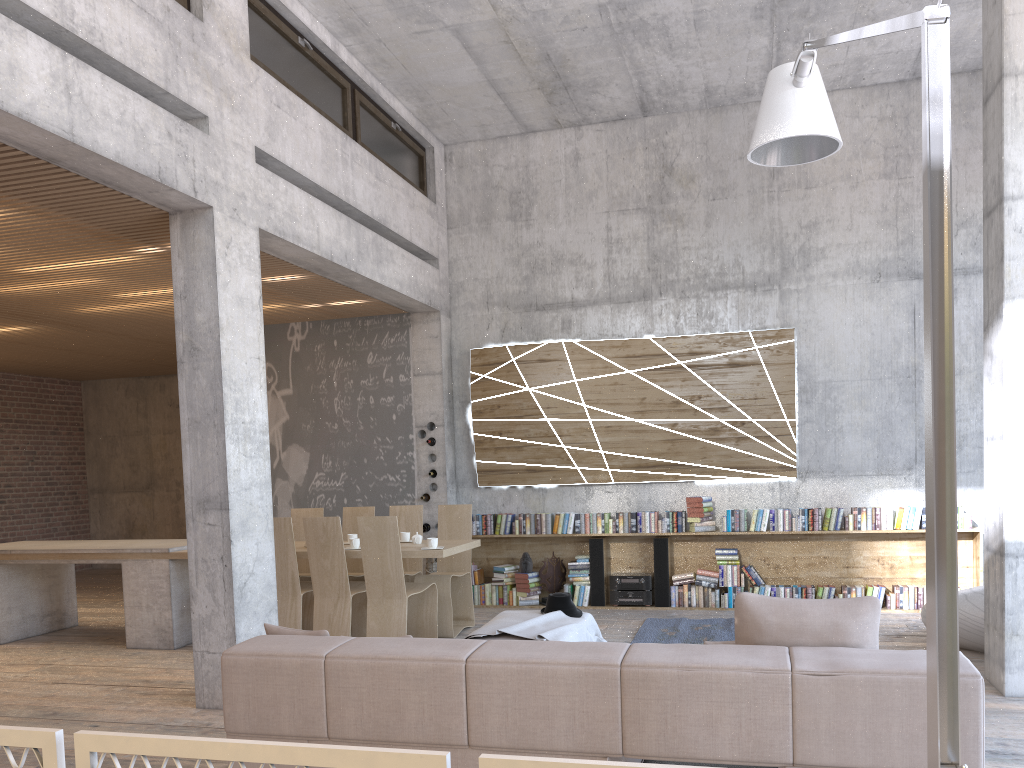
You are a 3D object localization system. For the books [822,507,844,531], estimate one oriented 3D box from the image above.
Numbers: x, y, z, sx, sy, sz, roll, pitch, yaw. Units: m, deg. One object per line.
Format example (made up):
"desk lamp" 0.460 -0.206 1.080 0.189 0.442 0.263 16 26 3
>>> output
"books" 3.191 1.341 8.726 0.200 0.229 0.189 -2 0 16

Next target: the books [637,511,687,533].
"books" 1.567 1.442 9.168 0.490 0.221 0.214 -3 -1 16

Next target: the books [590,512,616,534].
"books" 0.972 1.479 9.314 0.277 0.221 0.170 -3 0 17

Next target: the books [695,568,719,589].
"books" 2.011 2.001 9.023 0.244 0.193 0.154 -3 0 16

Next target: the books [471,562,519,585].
"books" -0.274 2.115 9.740 0.717 0.263 0.300 -4 -2 20

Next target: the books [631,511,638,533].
"books" 1.293 1.462 9.265 0.055 0.221 0.189 -1 0 16

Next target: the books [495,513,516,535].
"books" -0.076 1.538 9.644 0.200 0.229 0.189 -2 0 16

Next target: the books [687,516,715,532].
"books" 1.946 1.443 9.027 0.284 0.150 0.222 0 -3 -27

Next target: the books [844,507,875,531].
"books" 3.426 1.327 8.650 0.279 0.221 0.209 -2 -1 14

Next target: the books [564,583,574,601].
"books" 0.617 2.280 9.502 0.074 0.221 0.204 -1 -1 16

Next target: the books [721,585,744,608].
"books" 2.268 2.180 9.010 0.227 0.221 0.214 -2 -1 16

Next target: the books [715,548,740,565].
"books" 2.219 1.779 9.024 0.239 0.161 0.189 -3 -2 16

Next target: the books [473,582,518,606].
"books" -0.164 2.322 9.729 0.495 0.239 0.241 -3 -1 16

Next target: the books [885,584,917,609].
"books" 3.826 2.094 8.623 0.279 0.221 0.209 -2 -1 14

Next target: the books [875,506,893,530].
"books" 3.628 1.311 8.567 0.156 0.221 0.189 -2 0 16

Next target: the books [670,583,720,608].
"books" 1.912 2.197 9.143 0.495 0.239 0.241 -3 -1 16

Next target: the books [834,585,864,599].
"books" 3.352 2.121 8.723 0.279 0.221 0.209 -2 -1 14

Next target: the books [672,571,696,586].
"books" 1.798 2.030 9.146 0.235 0.140 0.191 -3 -3 17

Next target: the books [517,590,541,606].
"books" 0.176 2.335 9.577 0.261 0.151 0.249 0 -3 -29

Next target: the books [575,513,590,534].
"books" 0.763 1.491 9.371 0.156 0.221 0.154 -2 0 16

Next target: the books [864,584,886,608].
"books" 3.591 2.109 8.699 0.200 0.229 0.189 -2 0 16

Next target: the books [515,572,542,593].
"books" 0.178 2.157 9.557 0.190 0.211 0.245 -2 -2 37

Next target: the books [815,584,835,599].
"books" 3.133 2.134 8.794 0.200 0.229 0.189 -2 0 16

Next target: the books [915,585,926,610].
"books" 4.028 2.079 8.540 0.156 0.221 0.189 -2 0 16

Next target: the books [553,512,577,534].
"books" 0.571 1.495 9.426 0.249 0.229 0.189 -2 0 16

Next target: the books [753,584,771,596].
"books" 2.533 2.163 8.925 0.200 0.229 0.189 -2 0 16

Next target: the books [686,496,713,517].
"books" 1.928 1.263 9.014 0.190 0.211 0.245 -2 -2 37

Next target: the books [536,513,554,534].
"books" 0.361 1.508 9.485 0.156 0.221 0.189 -2 0 16

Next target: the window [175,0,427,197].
"window" -2.061 -2.572 5.431 0.113 0.607 8.443 -1 -5 16

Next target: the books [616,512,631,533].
"books" 1.194 1.469 9.301 0.155 0.221 0.204 -2 -1 16

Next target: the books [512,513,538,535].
"books" 0.160 1.524 9.568 0.279 0.221 0.209 -2 -1 14

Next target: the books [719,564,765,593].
"books" 2.360 2.070 8.990 0.452 0.450 0.213 -2 1 16

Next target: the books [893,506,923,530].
"books" 3.838 1.298 8.508 0.249 0.229 0.189 -2 0 16

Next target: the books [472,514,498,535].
"books" -0.421 1.559 9.727 0.490 0.221 0.214 -3 -1 16

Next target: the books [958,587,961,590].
"books" 4.233 2.064 8.450 0.277 0.221 0.170 -3 0 17

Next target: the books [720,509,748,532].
"books" 2.264 1.391 8.959 0.279 0.221 0.209 -2 -1 14

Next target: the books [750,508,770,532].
"books" 2.507 1.375 8.881 0.200 0.229 0.189 -2 0 16

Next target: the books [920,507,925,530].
"books" 4.029 1.294 8.454 0.156 0.221 0.154 -2 0 16

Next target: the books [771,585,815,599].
"books" 2.838 2.152 8.868 0.418 0.221 0.204 -3 -1 16

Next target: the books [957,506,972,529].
"books" 4.239 1.282 8.397 0.277 0.221 0.170 -3 0 17

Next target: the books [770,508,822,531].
"books" 2.845 1.362 8.809 0.490 0.221 0.214 -3 -1 16

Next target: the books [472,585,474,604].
"books" -0.542 2.351 9.805 0.274 0.221 0.204 -2 -1 16
